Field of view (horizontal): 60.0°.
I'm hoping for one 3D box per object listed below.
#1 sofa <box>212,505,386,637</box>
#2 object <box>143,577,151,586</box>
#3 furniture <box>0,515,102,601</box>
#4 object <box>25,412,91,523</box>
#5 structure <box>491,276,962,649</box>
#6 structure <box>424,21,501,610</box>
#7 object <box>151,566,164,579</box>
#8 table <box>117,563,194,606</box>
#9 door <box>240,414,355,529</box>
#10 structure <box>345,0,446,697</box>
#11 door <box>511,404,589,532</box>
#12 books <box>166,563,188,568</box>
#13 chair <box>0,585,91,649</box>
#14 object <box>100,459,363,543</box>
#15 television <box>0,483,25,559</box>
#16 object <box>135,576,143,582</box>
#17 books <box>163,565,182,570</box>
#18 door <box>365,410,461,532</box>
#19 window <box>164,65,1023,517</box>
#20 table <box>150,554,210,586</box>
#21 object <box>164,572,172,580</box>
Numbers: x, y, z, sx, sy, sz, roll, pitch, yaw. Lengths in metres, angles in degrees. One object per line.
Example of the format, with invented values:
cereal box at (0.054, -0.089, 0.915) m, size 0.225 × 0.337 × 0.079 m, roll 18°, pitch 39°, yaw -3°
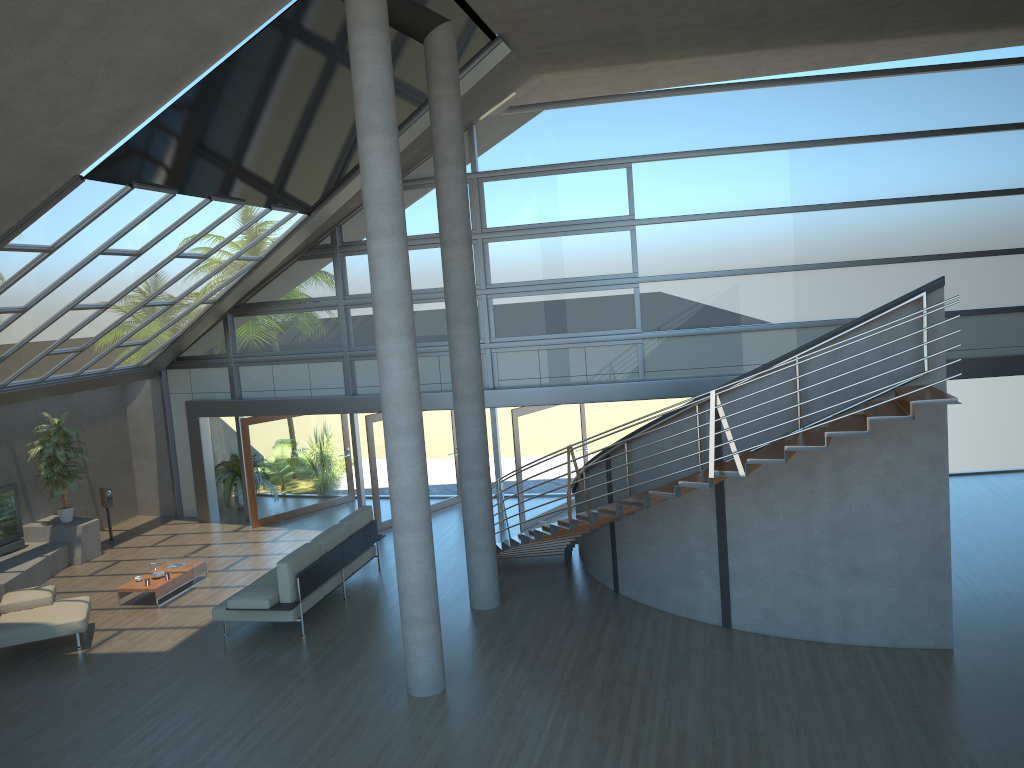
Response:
sofa at (-2.736, 2.383, 11.646) m, size 1.166 × 0.947 × 3.079 m, roll -3°, pitch 6°, yaw 13°
object at (-4.929, 2.670, 11.975) m, size 0.085 × 0.101 × 0.070 m, roll -3°, pitch 6°, yaw 12°
furniture at (-7.451, 2.687, 13.727) m, size 1.577 × 0.610 × 2.936 m, roll -3°, pitch 6°, yaw 13°
object at (-7.430, 1.355, 14.565) m, size 0.932 × 1.857 × 0.895 m, roll -7°, pitch 6°, yaw -28°
structure at (1.588, 0.851, 9.942) m, size 2.349 × 3.653 × 6.809 m, roll -9°, pitch 7°, yaw -38°
structure at (-0.598, -0.810, 10.618) m, size 0.381 × 7.125 × 0.382 m, roll -8°, pitch 7°, yaw -33°
object at (-4.914, 2.607, 12.288) m, size 0.178 × 0.161 × 0.178 m, roll -8°, pitch 7°, yaw -35°
table at (-4.890, 2.794, 12.467) m, size 0.600 × 0.250 × 1.200 m, roll -3°, pitch 6°, yaw 13°
door at (-3.925, 1.446, 16.489) m, size 0.200 × 1.977 × 2.298 m, roll 1°, pitch 8°, yaw 42°
structure at (-1.107, -0.545, 8.364) m, size 0.381 × 7.125 × 0.382 m, roll -3°, pitch 6°, yaw 13°
door at (0.705, 1.241, 15.049) m, size 0.200 × 1.977 × 2.298 m, roll 0°, pitch 7°, yaw 34°
books at (-4.837, 2.622, 12.823) m, size 0.275 × 0.005 × 0.189 m, roll -5°, pitch 6°, yaw -4°
chair at (-5.803, 2.659, 10.709) m, size 1.244 × 1.023 × 1.217 m, roll -7°, pitch 6°, yaw -21°
object at (-9.190, 2.667, 13.531) m, size 7.863 × 0.982 × 21.345 m, roll -3°, pitch 6°, yaw 16°
television at (-7.997, 2.185, 13.316) m, size 0.396 × 1.063 × 1.568 m, roll -3°, pitch 6°, yaw 13°
object at (-5.136, 2.670, 12.205) m, size 0.102 × 0.086 × 0.100 m, roll -3°, pitch 6°, yaw 17°
books at (-4.865, 2.632, 12.778) m, size 0.275 × 0.005 × 0.189 m, roll -5°, pitch 6°, yaw -7°
door at (-1.671, 1.359, 15.658) m, size 0.200 × 1.977 × 2.298 m, roll 0°, pitch 7°, yaw 36°
window at (1.346, -1.110, 14.670) m, size 16.616 × 6.630 × 1.098 m, roll -3°, pitch 6°, yaw 11°
table at (-4.807, 2.695, 12.849) m, size 0.680 × 0.342 × 0.400 m, roll -3°, pitch 6°, yaw 13°
object at (-4.729, 2.634, 12.182) m, size 0.070 × 0.101 × 0.085 m, roll 1°, pitch 8°, yaw 41°
